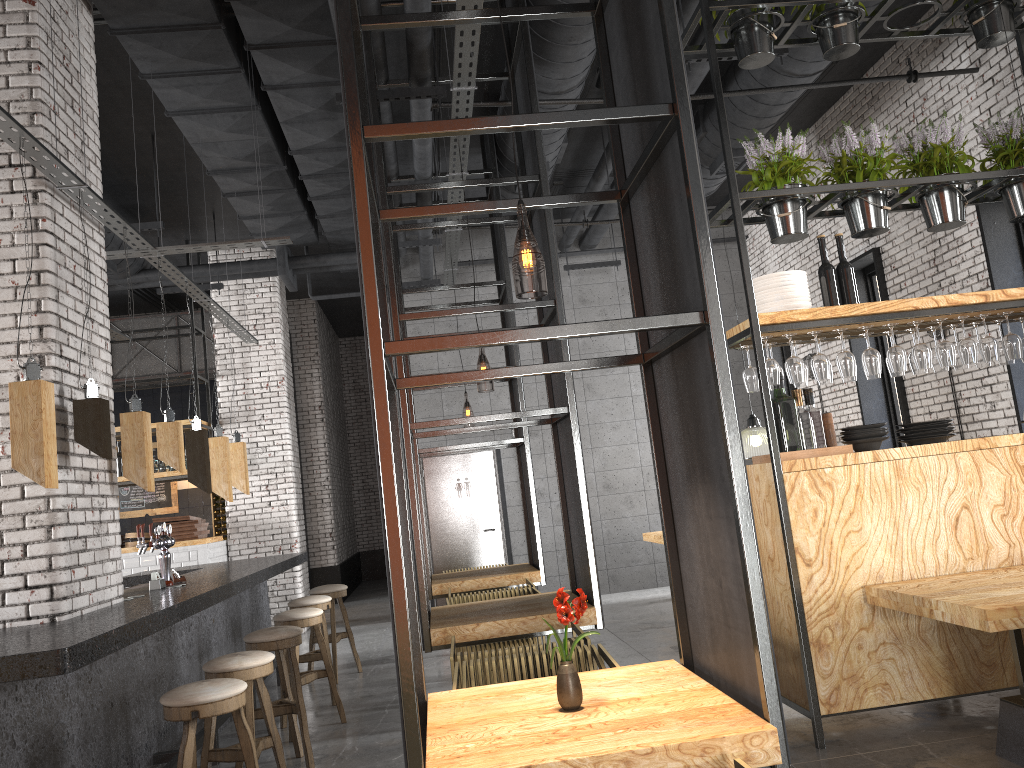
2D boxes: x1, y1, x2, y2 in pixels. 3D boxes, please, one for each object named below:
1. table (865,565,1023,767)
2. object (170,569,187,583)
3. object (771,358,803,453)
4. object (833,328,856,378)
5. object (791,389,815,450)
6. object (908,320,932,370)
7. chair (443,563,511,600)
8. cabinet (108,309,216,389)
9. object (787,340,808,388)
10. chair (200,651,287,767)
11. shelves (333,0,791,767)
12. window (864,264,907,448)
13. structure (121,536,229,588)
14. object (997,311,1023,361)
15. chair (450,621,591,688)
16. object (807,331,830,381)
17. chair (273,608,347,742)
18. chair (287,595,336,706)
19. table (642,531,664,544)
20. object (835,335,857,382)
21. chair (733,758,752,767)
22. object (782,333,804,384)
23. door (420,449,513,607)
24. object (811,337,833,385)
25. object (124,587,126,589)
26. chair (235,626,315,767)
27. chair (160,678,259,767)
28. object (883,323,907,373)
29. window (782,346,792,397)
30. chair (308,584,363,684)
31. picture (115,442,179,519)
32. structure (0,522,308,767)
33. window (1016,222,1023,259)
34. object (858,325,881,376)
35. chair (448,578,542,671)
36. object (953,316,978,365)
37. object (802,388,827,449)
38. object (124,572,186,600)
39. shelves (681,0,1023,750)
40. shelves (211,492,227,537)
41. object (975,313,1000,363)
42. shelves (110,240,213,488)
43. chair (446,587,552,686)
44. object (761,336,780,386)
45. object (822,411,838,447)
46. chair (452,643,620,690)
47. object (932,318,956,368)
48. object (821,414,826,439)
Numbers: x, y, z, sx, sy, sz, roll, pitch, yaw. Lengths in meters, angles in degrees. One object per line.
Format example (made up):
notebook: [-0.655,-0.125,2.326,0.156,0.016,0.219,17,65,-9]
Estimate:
table: [2.915,1.223,4.039,2.116,0.765,0.997,-6,-7,-6]
object: [-2.321,1.326,6.145,0.091,0.091,0.177,-2,-8,-31]
object: [1.491,0.131,4.895,0.106,0.555,0.156,-6,-8,-7]
object: [1.830,-0.169,4.881,0.101,0.268,0.101,-11,-9,30]
object: [1.603,0.214,4.905,0.070,0.369,0.107,-6,-8,-7]
object: [2.267,-0.214,4.926,0.101,0.268,0.101,-11,-9,30]
chair: [-0.307,2.173,8.629,0.657,0.732,0.636,-6,-8,-6]
cabinet: [-6.855,0.052,13.172,5.864,1.773,0.680,-6,-8,-6]
object: [1.659,-0.117,5.148,0.101,0.268,0.101,-11,-9,30]
chair: [-1.293,1.710,4.235,0.481,0.808,0.437,-4,-8,-17]
shelves: [-0.269,-0.702,5.536,1.003,4.379,6.130,-6,-7,-6]
window: [3.843,0.067,8.792,0.365,2.706,0.746,-6,-8,-6]
structure: [-6.332,2.812,10.411,5.801,1.349,1.506,-6,-7,-6]
object: [2.799,-0.270,4.981,0.101,0.268,0.101,-11,-9,30]
chair: [0.062,1.606,4.312,0.657,0.732,0.636,-6,-8,-4]
object: [1.684,-0.154,4.866,0.101,0.268,0.101,-11,-9,30]
chair: [-1.380,1.940,6.051,0.439,0.808,0.479,-4,-8,-17]
chair: [-1.597,2.072,6.922,0.439,0.808,0.479,-6,-8,-7]
table: [2.288,1.855,8.644,1.000,0.765,4.123,-6,-7,-6]
object: [1.951,-0.147,5.178,0.101,0.268,0.101,-11,-9,30]
chair: [0.315,1.268,1.772,0.657,0.732,0.636,-6,-8,-7]
object: [1.538,-0.139,4.851,0.101,0.268,0.101,-11,-9,30]
door: [-0.604,1.855,11.466,1.120,2.109,0.158,-6,-8,-6]
object: [1.805,-0.132,5.163,0.101,0.268,0.101,-11,-9,30]
object: [-3.664,2.332,8.007,0.399,1.038,0.397,-11,-9,29]
chair: [-1.335,1.822,5.117,0.438,0.808,0.480,-14,-11,42]
chair: [-1.235,1.630,3.636,0.480,0.808,0.437,-2,-9,-32]
object: [2.121,-0.199,4.911,0.101,0.268,0.101,-11,-9,30]
window: [3.634,0.380,11.172,0.365,2.706,0.746,-6,-8,-6]
chair: [-1.539,2.173,7.815,0.439,0.808,0.479,-1,-10,-37]
picture: [-5.773,1.506,13.926,0.980,1.145,0.020,-6,-8,-6]
structure: [-3.859,1.839,5.614,4.311,1.538,5.859,-6,-7,-6]
window: [4.050,-0.245,6.427,0.365,2.706,0.746,-6,-8,-6]
object: [1.976,-0.184,4.896,0.101,0.268,0.101,-11,-9,30]
chair: [-0.132,1.939,6.863,0.657,0.732,0.636,-6,-8,-5]
object: [2.535,-0.242,4.954,0.101,0.268,0.101,-11,-9,30]
object: [1.667,0.207,4.913,0.070,0.369,0.107,-6,-8,-7]
object: [-2.165,1.202,5.341,0.200,0.106,0.764,-6,-7,-6]
shelves: [2.355,-0.736,5.188,2.333,5.033,0.688,-6,-8,-6]
shelves: [-4.173,1.989,13.773,0.889,2.154,0.250,-6,-8,-6]
object: [2.662,-0.256,4.967,0.101,0.268,0.101,-11,-9,30]
shelves: [-6.721,-0.075,10.889,5.678,3.075,0.596,-6,-8,-6]
chair: [-0.087,1.844,6.128,0.657,0.732,0.636,-6,-8,-7]
object: [1.401,-0.124,4.836,0.101,0.268,0.101,-11,-9,30]
object: [1.758,0.271,4.902,0.056,0.249,0.055,-5,-8,-13]
chair: [0.129,1.506,3.550,0.657,0.732,0.636,-6,-8,-3]
object: [2.405,-0.229,4.940,0.101,0.268,0.101,-11,-9,30]
object: [1.751,0.282,4.987,0.056,0.249,0.055,-5,-8,-13]
